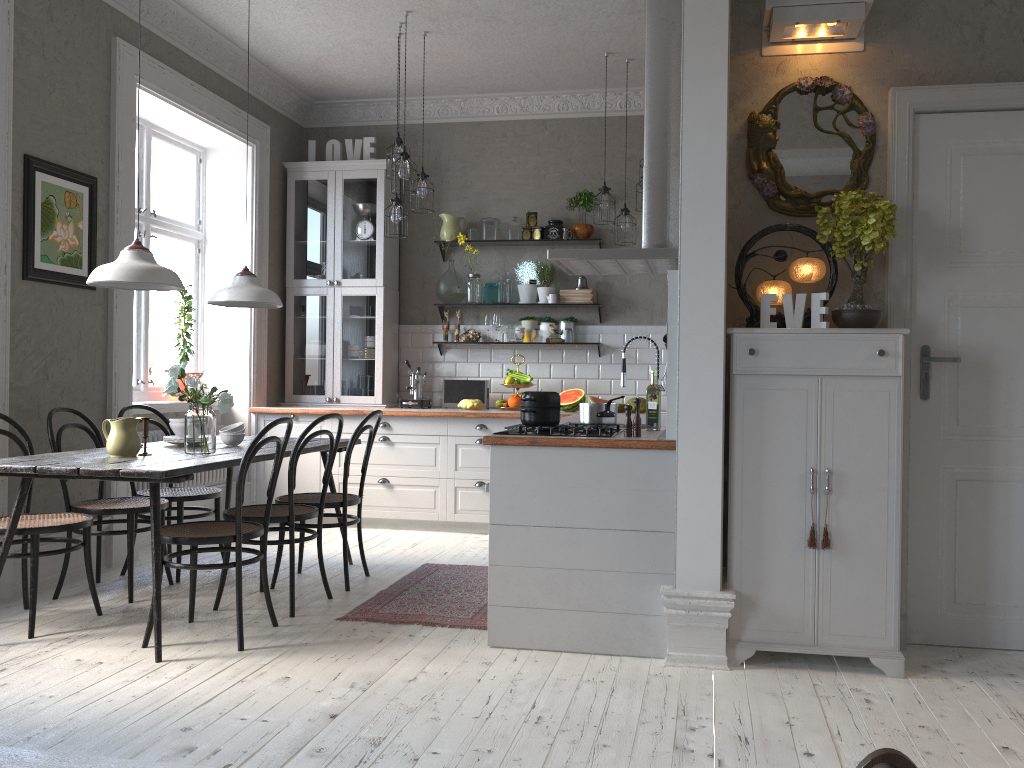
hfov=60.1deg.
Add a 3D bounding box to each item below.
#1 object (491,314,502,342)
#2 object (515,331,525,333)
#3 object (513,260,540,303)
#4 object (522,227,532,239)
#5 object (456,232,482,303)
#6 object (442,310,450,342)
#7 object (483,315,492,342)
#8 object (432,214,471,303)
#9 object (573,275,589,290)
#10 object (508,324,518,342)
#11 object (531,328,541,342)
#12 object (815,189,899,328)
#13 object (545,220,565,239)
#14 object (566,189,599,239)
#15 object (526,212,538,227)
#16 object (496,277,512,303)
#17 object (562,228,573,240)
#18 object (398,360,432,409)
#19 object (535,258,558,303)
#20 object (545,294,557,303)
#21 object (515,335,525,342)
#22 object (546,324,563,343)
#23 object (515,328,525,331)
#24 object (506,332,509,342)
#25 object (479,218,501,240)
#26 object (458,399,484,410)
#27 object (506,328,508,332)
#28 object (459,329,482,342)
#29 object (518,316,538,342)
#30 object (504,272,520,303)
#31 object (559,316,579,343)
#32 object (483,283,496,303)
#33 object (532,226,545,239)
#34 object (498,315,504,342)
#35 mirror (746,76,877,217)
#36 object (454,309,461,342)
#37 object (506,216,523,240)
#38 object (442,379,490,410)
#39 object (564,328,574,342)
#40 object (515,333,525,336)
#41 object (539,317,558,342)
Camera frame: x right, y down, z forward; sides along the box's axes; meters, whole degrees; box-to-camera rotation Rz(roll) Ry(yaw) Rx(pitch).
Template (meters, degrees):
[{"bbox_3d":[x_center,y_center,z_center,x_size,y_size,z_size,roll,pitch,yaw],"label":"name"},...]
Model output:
[{"bbox_3d":[-0.119,-0.431,6.848,0.082,0.217,0.081,1,0,-3],"label":"object"},{"bbox_3d":[0.061,-0.380,6.805,0.076,0.051,0.078,1,0,30],"label":"object"},{"bbox_3d":[0.141,-0.794,6.915,0.240,0.354,0.238,1,0,29],"label":"object"},{"bbox_3d":[0.121,-1.156,6.862,0.082,0.113,0.083,1,0,11],"label":"object"},{"bbox_3d":[-0.330,-0.893,6.852,0.191,0.540,0.281,1,0,4],"label":"object"},{"bbox_3d":[-0.523,-0.458,7.017,0.054,0.264,0.061,1,0,-17],"label":"object"},{"bbox_3d":[-0.186,-0.433,6.956,0.082,0.217,0.081,1,0,-3],"label":"object"},{"bbox_3d":[-0.491,-0.964,6.926,0.339,0.674,0.333,1,0,-20],"label":"object"},{"bbox_3d":[0.540,-0.862,6.815,0.131,0.287,0.130,1,0,-4],"label":"object"},{"bbox_3d":[0.004,-0.391,6.860,0.080,0.139,0.078,1,0,-16],"label":"object"},{"bbox_3d":[0.186,-0.373,6.839,0.077,0.108,0.078,1,0,5],"label":"object"},{"bbox_3d":[1.370,-0.485,3.484,0.348,0.553,0.291,1,0,-45],"label":"object"},{"bbox_3d":[0.337,-1.183,6.870,0.141,0.174,0.143,1,0,11],"label":"object"},{"bbox_3d":[0.556,-1.291,6.783,0.256,0.397,0.246,1,0,36],"label":"object"},{"bbox_3d":[0.153,-1.267,6.843,0.083,0.113,0.082,1,0,-9],"label":"object"},{"bbox_3d":[-0.062,-0.721,6.860,0.122,0.206,0.127,1,0,34],"label":"object"},{"bbox_3d":[0.424,-1.142,6.754,0.092,0.096,0.075,1,0,12],"label":"object"},{"bbox_3d":[-0.753,0.003,6.794,0.204,0.370,0.356,1,0,12],"label":"object"},{"bbox_3d":[0.259,-0.804,6.841,0.187,0.380,0.166,1,0,-28],"label":"object"},{"bbox_3d":[0.308,-0.649,6.767,0.104,0.071,0.064,1,0,41],"label":"object"},{"bbox_3d":[0.061,-0.346,6.805,0.077,0.051,0.077,1,0,4],"label":"object"},{"bbox_3d":[0.331,-0.388,6.804,0.120,0.147,0.099,1,0,-21],"label":"object"},{"bbox_3d":[0.062,-0.406,6.805,0.077,0.051,0.077,1,0,-3],"label":"object"},{"bbox_3d":[-0.010,-0.364,6.939,0.076,0.083,0.079,1,0,29],"label":"object"},{"bbox_3d":[-0.170,-1.195,6.921,0.176,0.184,0.168,1,0,-40],"label":"object"},{"bbox_3d":[-0.305,0.153,6.595,0.195,0.083,0.191,1,0,12],"label":"object"},{"bbox_3d":[-0.009,-0.397,6.939,0.076,0.083,0.079,1,0,29],"label":"object"},{"bbox_3d":[-0.329,-0.380,6.940,0.178,0.111,0.095,1,0,-12],"label":"object"},{"bbox_3d":[0.124,-0.429,6.923,0.158,0.217,0.155,1,0,-9],"label":"object"},{"bbox_3d":[-0.007,-0.749,7.004,0.130,0.264,0.133,1,0,17],"label":"object"},{"bbox_3d":[0.441,-0.419,6.883,0.158,0.213,0.154,1,0,9],"label":"object"},{"bbox_3d":[-0.164,-0.706,6.970,0.125,0.172,0.127,1,0,15],"label":"object"},{"bbox_3d":[0.205,-1.154,6.842,0.081,0.113,0.084,1,0,21],"label":"object"},{"bbox_3d":[-0.102,-0.431,6.937,0.082,0.217,0.081,1,0,-3],"label":"object"},{"bbox_3d":[1.254,-1.001,3.717,0.528,0.593,0.071,1,0,10],"label":"mirror"},{"bbox_3d":[-0.423,-0.457,6.983,0.063,0.264,0.052,1,0,-43],"label":"object"},{"bbox_3d":[0.026,-1.210,6.982,0.142,0.220,0.137,1,0,-29],"label":"object"},{"bbox_3d":[-0.355,0.080,6.812,0.349,0.226,0.089,1,0,10],"label":"object"},{"bbox_3d":[0.434,-0.369,6.767,0.077,0.108,0.078,1,0,5],"label":"object"},{"bbox_3d":[0.061,-0.363,6.805,0.077,0.051,0.077,1,0,4],"label":"object"},{"bbox_3d":[0.278,-0.423,6.904,0.170,0.214,0.150,1,0,41],"label":"object"}]
